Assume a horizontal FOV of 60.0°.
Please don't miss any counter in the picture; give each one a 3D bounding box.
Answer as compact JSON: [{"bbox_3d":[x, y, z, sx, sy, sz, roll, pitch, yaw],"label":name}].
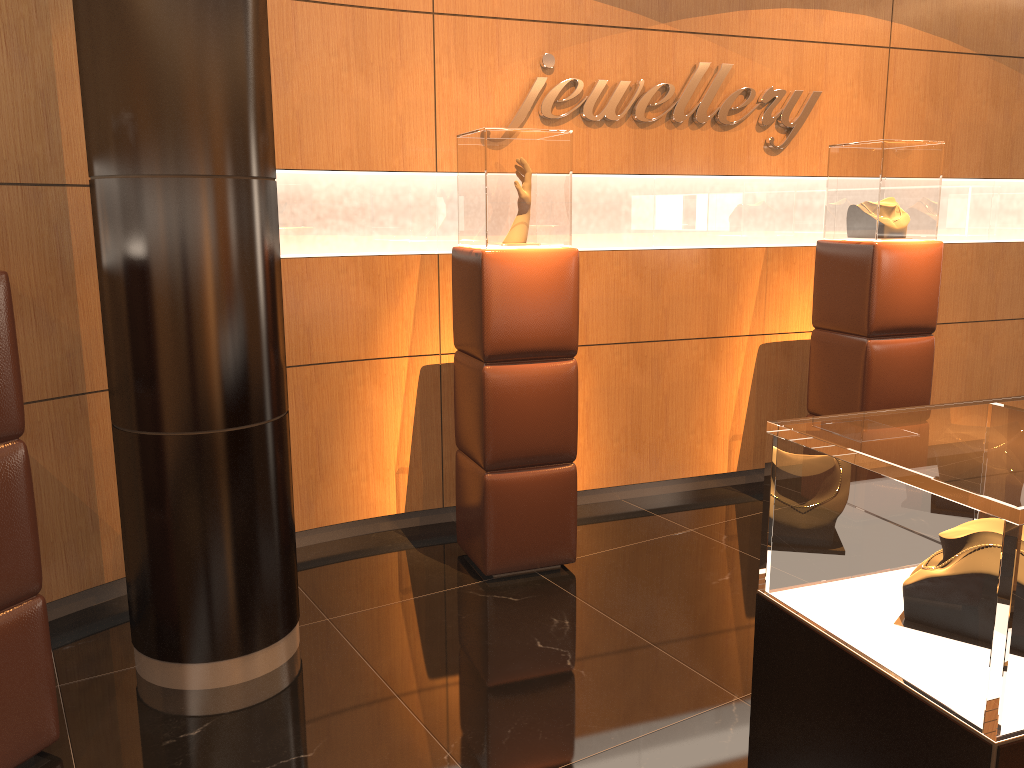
[{"bbox_3d":[1.807,0.618,2.102,2.514,1.173,0.615,-4,12,-20],"label":"counter"}]

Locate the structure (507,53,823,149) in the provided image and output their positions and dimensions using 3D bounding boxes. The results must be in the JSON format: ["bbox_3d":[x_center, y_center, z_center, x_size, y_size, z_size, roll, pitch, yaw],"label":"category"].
[{"bbox_3d":[0.813,-1.504,4.758,2.050,0.442,0.034,-4,12,-20],"label":"structure"}]

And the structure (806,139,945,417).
[{"bbox_3d":[1.963,-0.294,4.830,0.484,1.968,0.498,-4,12,-20],"label":"structure"}]

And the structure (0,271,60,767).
[{"bbox_3d":[-1.714,0.190,2.489,0.484,2.000,0.498,5,12,23],"label":"structure"}]

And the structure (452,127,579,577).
[{"bbox_3d":[0.011,-0.132,4.118,0.484,2.000,0.498,-4,12,-20],"label":"structure"}]

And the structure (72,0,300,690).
[{"bbox_3d":[-1.139,-0.660,3.107,0.613,3.430,0.613,-3,11,-16],"label":"structure"}]
